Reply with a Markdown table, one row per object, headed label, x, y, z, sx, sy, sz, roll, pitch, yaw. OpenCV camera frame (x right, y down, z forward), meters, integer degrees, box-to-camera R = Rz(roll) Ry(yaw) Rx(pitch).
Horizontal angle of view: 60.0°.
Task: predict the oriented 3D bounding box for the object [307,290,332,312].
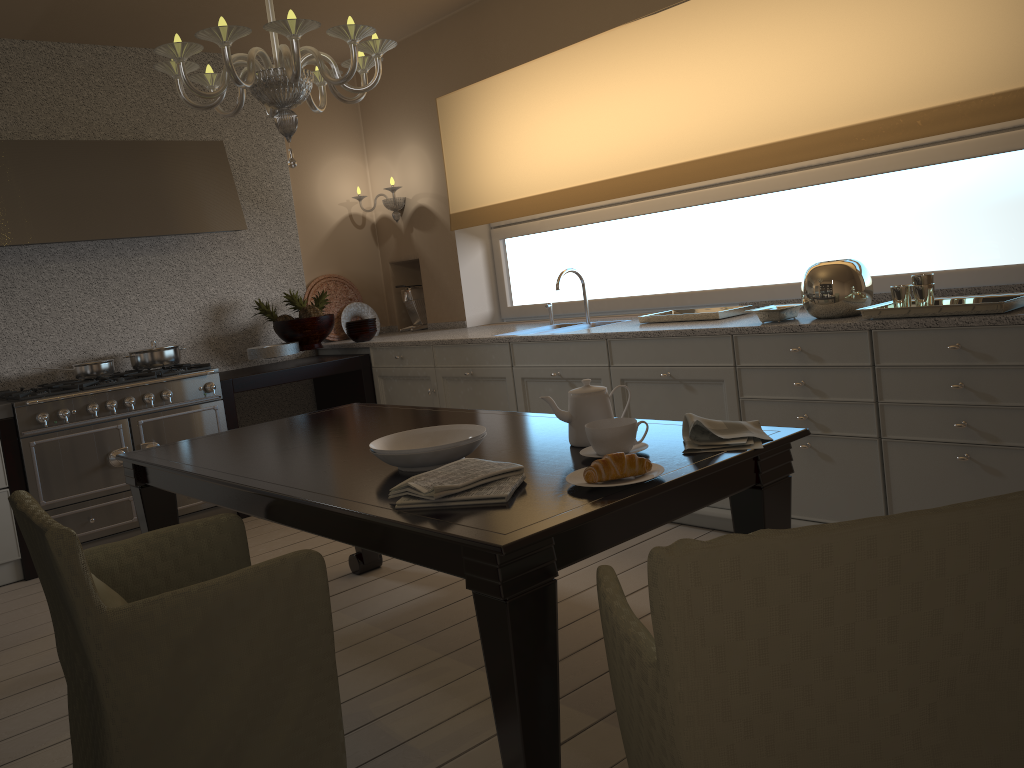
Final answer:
| label | x | y | z | sx | sy | sz | roll | pitch | yaw |
| --- | --- | --- | --- | --- | --- | --- | --- | --- | --- |
| object | -1.170 | -0.420 | 5.274 | 0.138 | 0.283 | 0.277 | -3 | 7 | 35 |

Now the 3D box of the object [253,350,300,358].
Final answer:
| label | x | y | z | sx | sy | sz | roll | pitch | yaw |
| --- | --- | --- | --- | --- | --- | --- | --- | --- | --- |
| object | -1.310 | -0.160 | 4.881 | 0.278 | 0.011 | 0.279 | -2 | 9 | 37 |

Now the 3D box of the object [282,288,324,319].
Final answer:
| label | x | y | z | sx | sy | sz | roll | pitch | yaw |
| --- | --- | --- | --- | --- | --- | --- | --- | --- | --- |
| object | -1.209 | -0.429 | 5.112 | 0.269 | 0.277 | 0.161 | -3 | 7 | 32 |

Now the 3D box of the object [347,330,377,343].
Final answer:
| label | x | y | z | sx | sy | sz | roll | pitch | yaw |
| --- | --- | --- | --- | --- | --- | --- | --- | --- | --- |
| object | -0.882 | -0.278 | 5.233 | 0.180 | 0.063 | 0.181 | -4 | 8 | 27 |

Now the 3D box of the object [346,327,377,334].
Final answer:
| label | x | y | z | sx | sy | sz | roll | pitch | yaw |
| --- | --- | --- | --- | --- | --- | --- | --- | --- | --- |
| object | -0.884 | -0.290 | 5.232 | 0.180 | 0.063 | 0.181 | -4 | 8 | 27 |

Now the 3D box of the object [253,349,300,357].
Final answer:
| label | x | y | z | sx | sy | sz | roll | pitch | yaw |
| --- | --- | --- | --- | --- | --- | --- | --- | --- | --- |
| object | -1.311 | -0.166 | 4.880 | 0.278 | 0.011 | 0.279 | -2 | 9 | 37 |

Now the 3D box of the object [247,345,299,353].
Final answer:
| label | x | y | z | sx | sy | sz | roll | pitch | yaw |
| --- | --- | --- | --- | --- | --- | --- | --- | --- | --- |
| object | -1.313 | -0.188 | 4.878 | 0.278 | 0.011 | 0.279 | -2 | 9 | 37 |

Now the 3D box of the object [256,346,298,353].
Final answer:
| label | x | y | z | sx | sy | sz | roll | pitch | yaw |
| --- | --- | --- | --- | --- | --- | --- | --- | --- | --- |
| object | -1.314 | -0.185 | 4.879 | 0.278 | 0.011 | 0.279 | -2 | 9 | 37 |

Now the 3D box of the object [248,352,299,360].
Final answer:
| label | x | y | z | sx | sy | sz | roll | pitch | yaw |
| --- | --- | --- | --- | --- | --- | --- | --- | --- | --- |
| object | -1.309 | -0.152 | 4.882 | 0.278 | 0.011 | 0.279 | -2 | 9 | 37 |

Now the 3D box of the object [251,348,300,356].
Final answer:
| label | x | y | z | sx | sy | sz | roll | pitch | yaw |
| --- | --- | --- | --- | --- | --- | --- | --- | --- | --- |
| object | -1.312 | -0.171 | 4.880 | 0.278 | 0.011 | 0.279 | -2 | 9 | 37 |

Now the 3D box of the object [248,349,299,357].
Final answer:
| label | x | y | z | sx | sy | sz | roll | pitch | yaw |
| --- | --- | --- | --- | --- | --- | --- | --- | --- | --- |
| object | -1.312 | -0.168 | 4.880 | 0.278 | 0.011 | 0.279 | -2 | 9 | 37 |

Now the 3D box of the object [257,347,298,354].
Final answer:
| label | x | y | z | sx | sy | sz | roll | pitch | yaw |
| --- | --- | --- | --- | --- | --- | --- | --- | --- | --- |
| object | -1.313 | -0.180 | 4.879 | 0.278 | 0.011 | 0.279 | -2 | 9 | 37 |

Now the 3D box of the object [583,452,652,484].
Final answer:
| label | x | y | z | sx | sy | sz | roll | pitch | yaw |
| --- | --- | --- | --- | --- | --- | --- | --- | --- | --- |
| object | 0.204 | 0.160 | 1.731 | 0.138 | 0.051 | 0.062 | -10 | 7 | -21 |

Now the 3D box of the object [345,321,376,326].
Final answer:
| label | x | y | z | sx | sy | sz | roll | pitch | yaw |
| --- | --- | --- | --- | --- | --- | --- | --- | --- | --- |
| object | -0.889 | -0.331 | 5.228 | 0.181 | 0.064 | 0.180 | -11 | 8 | -32 |

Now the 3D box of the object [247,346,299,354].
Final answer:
| label | x | y | z | sx | sy | sz | roll | pitch | yaw |
| --- | --- | --- | --- | --- | --- | --- | --- | --- | --- |
| object | -1.314 | -0.182 | 4.880 | 0.278 | 0.011 | 0.279 | -2 | 9 | 37 |

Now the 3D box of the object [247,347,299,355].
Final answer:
| label | x | y | z | sx | sy | sz | roll | pitch | yaw |
| --- | --- | --- | --- | --- | --- | --- | --- | --- | --- |
| object | -1.313 | -0.177 | 4.880 | 0.278 | 0.011 | 0.279 | -2 | 9 | 37 |

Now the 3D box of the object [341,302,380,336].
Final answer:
| label | x | y | z | sx | sy | sz | roll | pitch | yaw |
| --- | --- | --- | --- | --- | --- | --- | --- | --- | --- |
| object | -0.978 | -0.395 | 5.715 | 0.283 | 0.272 | 0.093 | -12 | 7 | -39 |

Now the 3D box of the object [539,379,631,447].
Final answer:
| label | x | y | z | sx | sy | sz | roll | pitch | yaw |
| --- | --- | --- | --- | --- | --- | --- | --- | --- | --- |
| object | 0.184 | 0.066 | 2.134 | 0.198 | 0.155 | 0.118 | -11 | 7 | -34 |

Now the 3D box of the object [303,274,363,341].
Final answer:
| label | x | y | z | sx | sy | sz | roll | pitch | yaw |
| --- | --- | --- | --- | --- | --- | --- | --- | --- | --- |
| object | -1.138 | -0.490 | 5.676 | 0.432 | 0.429 | 0.064 | -12 | 7 | -40 |

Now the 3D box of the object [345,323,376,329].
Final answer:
| label | x | y | z | sx | sy | sz | roll | pitch | yaw |
| --- | --- | --- | --- | --- | --- | --- | --- | --- | --- |
| object | -0.889 | -0.319 | 5.228 | 0.180 | 0.066 | 0.181 | -1 | 9 | 42 |

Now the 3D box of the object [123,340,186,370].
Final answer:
| label | x | y | z | sx | sy | sz | roll | pitch | yaw |
| --- | --- | --- | --- | --- | --- | --- | --- | --- | --- |
| object | -1.897 | -0.163 | 4.709 | 0.265 | 0.145 | 0.267 | -6 | 7 | 8 |

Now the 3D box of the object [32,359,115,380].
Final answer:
| label | x | y | z | sx | sy | sz | roll | pitch | yaw |
| --- | --- | --- | --- | --- | --- | --- | --- | --- | --- |
| object | -2.209 | -0.070 | 4.506 | 0.370 | 0.090 | 0.199 | -7 | 7 | 2 |

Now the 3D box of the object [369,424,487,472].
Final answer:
| label | x | y | z | sx | sy | sz | roll | pitch | yaw |
| --- | --- | --- | --- | --- | --- | --- | --- | --- | --- |
| object | -0.198 | 0.159 | 2.133 | 0.281 | 0.065 | 0.283 | 0 | 10 | 44 |

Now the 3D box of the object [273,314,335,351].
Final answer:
| label | x | y | z | sx | sy | sz | roll | pitch | yaw |
| --- | --- | --- | --- | --- | --- | --- | --- | --- | --- |
| object | -1.201 | -0.294 | 5.163 | 0.351 | 0.187 | 0.353 | -3 | 8 | 33 |

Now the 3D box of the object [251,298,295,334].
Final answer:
| label | x | y | z | sx | sy | sz | roll | pitch | yaw |
| --- | --- | --- | --- | --- | --- | --- | --- | --- | --- |
| object | -1.368 | -0.378 | 5.132 | 0.278 | 0.283 | 0.138 | -7 | 5 | 6 |

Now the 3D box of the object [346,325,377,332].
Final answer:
| label | x | y | z | sx | sy | sz | roll | pitch | yaw |
| --- | --- | --- | --- | --- | --- | --- | --- | --- | --- |
| object | -0.886 | -0.305 | 5.230 | 0.180 | 0.063 | 0.181 | -4 | 8 | 27 |

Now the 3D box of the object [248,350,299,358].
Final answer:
| label | x | y | z | sx | sy | sz | roll | pitch | yaw |
| --- | --- | --- | --- | --- | --- | --- | --- | --- | --- |
| object | -1.311 | -0.163 | 4.881 | 0.278 | 0.011 | 0.279 | -2 | 9 | 37 |

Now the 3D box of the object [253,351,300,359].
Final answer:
| label | x | y | z | sx | sy | sz | roll | pitch | yaw |
| --- | --- | --- | --- | --- | --- | --- | --- | --- | --- |
| object | -1.309 | -0.155 | 4.881 | 0.278 | 0.011 | 0.279 | -2 | 9 | 37 |

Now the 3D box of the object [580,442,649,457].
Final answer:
| label | x | y | z | sx | sy | sz | roll | pitch | yaw |
| --- | --- | --- | --- | --- | --- | --- | --- | --- | --- |
| object | 0.229 | 0.151 | 1.981 | 0.153 | 0.012 | 0.154 | -6 | 7 | 10 |

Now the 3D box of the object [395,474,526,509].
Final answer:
| label | x | y | z | sx | sy | sz | roll | pitch | yaw |
| --- | --- | --- | --- | --- | --- | --- | --- | --- | --- |
| object | -0.099 | 0.215 | 1.785 | 0.231 | 0.026 | 0.165 | -5 | 7 | 15 |

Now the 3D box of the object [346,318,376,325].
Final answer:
| label | x | y | z | sx | sy | sz | roll | pitch | yaw |
| --- | --- | --- | --- | --- | --- | --- | --- | --- | --- |
| object | -0.888 | -0.345 | 5.229 | 0.181 | 0.065 | 0.180 | -11 | 8 | -32 |

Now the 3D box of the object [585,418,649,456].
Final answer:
| label | x | y | z | sx | sy | sz | roll | pitch | yaw |
| --- | --- | --- | --- | --- | --- | --- | --- | --- | --- |
| object | 0.227 | 0.120 | 1.981 | 0.116 | 0.069 | 0.125 | -1 | 9 | 43 |

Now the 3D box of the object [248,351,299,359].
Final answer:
| label | x | y | z | sx | sy | sz | roll | pitch | yaw |
| --- | --- | --- | --- | --- | --- | --- | --- | --- | --- |
| object | -1.310 | -0.158 | 4.881 | 0.278 | 0.011 | 0.279 | -2 | 9 | 37 |

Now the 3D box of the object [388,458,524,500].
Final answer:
| label | x | y | z | sx | sy | sz | roll | pitch | yaw |
| --- | --- | --- | --- | --- | --- | --- | --- | --- | --- |
| object | -0.114 | 0.199 | 1.818 | 0.234 | 0.051 | 0.164 | -13 | 9 | -40 |

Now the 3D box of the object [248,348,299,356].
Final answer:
| label | x | y | z | sx | sy | sz | roll | pitch | yaw |
| --- | --- | --- | --- | --- | --- | --- | --- | --- | --- |
| object | -1.312 | -0.174 | 4.880 | 0.278 | 0.011 | 0.279 | -2 | 9 | 37 |
